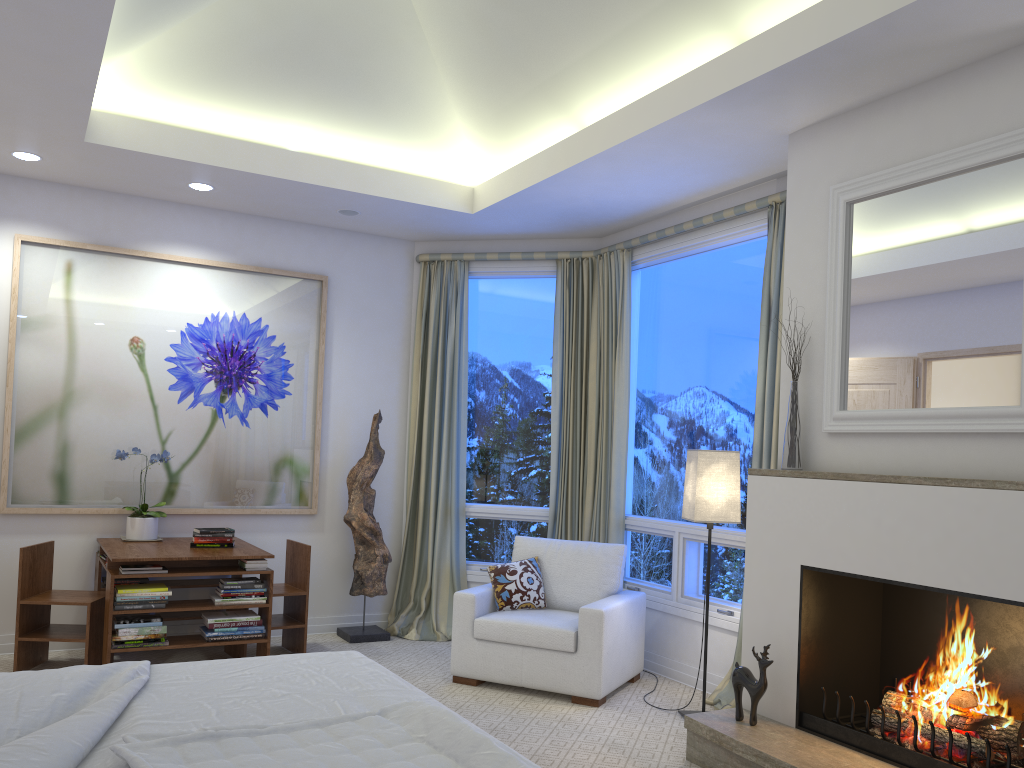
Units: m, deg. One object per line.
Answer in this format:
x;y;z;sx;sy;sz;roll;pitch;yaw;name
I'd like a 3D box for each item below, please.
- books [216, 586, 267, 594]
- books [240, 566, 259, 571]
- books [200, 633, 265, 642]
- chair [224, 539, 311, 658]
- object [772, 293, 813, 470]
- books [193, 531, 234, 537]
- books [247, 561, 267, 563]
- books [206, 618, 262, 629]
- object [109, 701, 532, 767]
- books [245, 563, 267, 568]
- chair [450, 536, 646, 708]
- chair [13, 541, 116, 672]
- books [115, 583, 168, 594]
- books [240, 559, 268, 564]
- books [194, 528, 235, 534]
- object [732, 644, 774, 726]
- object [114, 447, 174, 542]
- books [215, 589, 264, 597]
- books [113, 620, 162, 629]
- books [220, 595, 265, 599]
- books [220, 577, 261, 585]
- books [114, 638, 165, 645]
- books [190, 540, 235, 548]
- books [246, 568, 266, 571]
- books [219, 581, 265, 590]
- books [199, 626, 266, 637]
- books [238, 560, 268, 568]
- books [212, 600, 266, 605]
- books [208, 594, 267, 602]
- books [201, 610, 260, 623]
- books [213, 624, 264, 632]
-1.351;1.023;4.420;0.218;0.016;0.137;5;-5;-29;books
-1.295;0.917;4.431;0.103;0.013;0.143;5;-5;-29;books
-1.392;1.241;4.408;0.277;0.032;0.192;5;-5;-29;books
-1.335;1.173;4.832;0.341;0.609;0.340;4;-3;-34;chair
1.076;-0.014;3.419;0.189;0.692;0.193;2;-2;-1;object
-1.569;0.790;4.656;0.205;0.020;0.125;4;-5;-19;books
-1.292;0.882;4.433;0.100;0.012;0.140;5;-5;-29;books
-1.389;1.180;4.402;0.257;0.033;0.156;5;-5;-29;books
-0.278;0.908;1.568;0.719;0.465;0.914;5;-4;-33;object
-1.298;0.900;4.436;0.108;0.020;0.151;5;-5;-29;books
0.201;1.165;4.536;0.806;0.705;0.689;1;-3;26;chair
-2.194;1.103;4.380;0.340;0.609;0.341;2;-2;-4;chair
-1.754;0.966;4.189;0.218;0.019;0.157;5;-5;-29;books
-1.292;0.882;4.433;0.103;0.013;0.143;5;-5;-29;books
-1.566;0.771;4.655;0.180;0.018;0.125;5;-5;-34;books
0.903;1.129;3.328;0.097;0.307;0.179;4;-3;-42;object
-2.016;0.597;4.812;0.305;0.503;0.216;4;-2;-29;object
-1.358;1.037;4.412;0.209;0.015;0.146;5;-5;-29;books
-1.761;1.122;4.161;0.205;0.018;0.119;5;-5;-29;books
-1.352;1.050;4.413;0.205;0.011;0.148;5;-5;-29;books
-1.354;0.981;4.417;0.177;0.017;0.113;5;-5;-29;books
-1.760;1.196;4.166;0.218;0.021;0.157;5;-5;-29;books
-1.574;0.842;4.662;0.212;0.027;0.154;3;-4;-14;books
-1.296;0.917;4.431;0.101;0.012;0.140;5;-5;-29;books
-1.350;1.003;4.421;0.205;0.026;0.125;4;-5;-24;books
-1.389;1.218;4.395;0.285;0.018;0.181;5;-5;-29;books
-1.298;0.900;4.436;0.112;0.022;0.153;5;-5;-29;books
-1.364;1.076;4.415;0.240;0.017;0.173;4;-5;-24;books
-1.369;1.062;4.418;0.249;0.015;0.180;5;-5;-29;books
-1.397;1.154;4.396;0.249;0.022;0.180;5;-5;-29;books
-1.365;1.204;4.406;0.234;0.018;0.169;4;-5;-24;books
